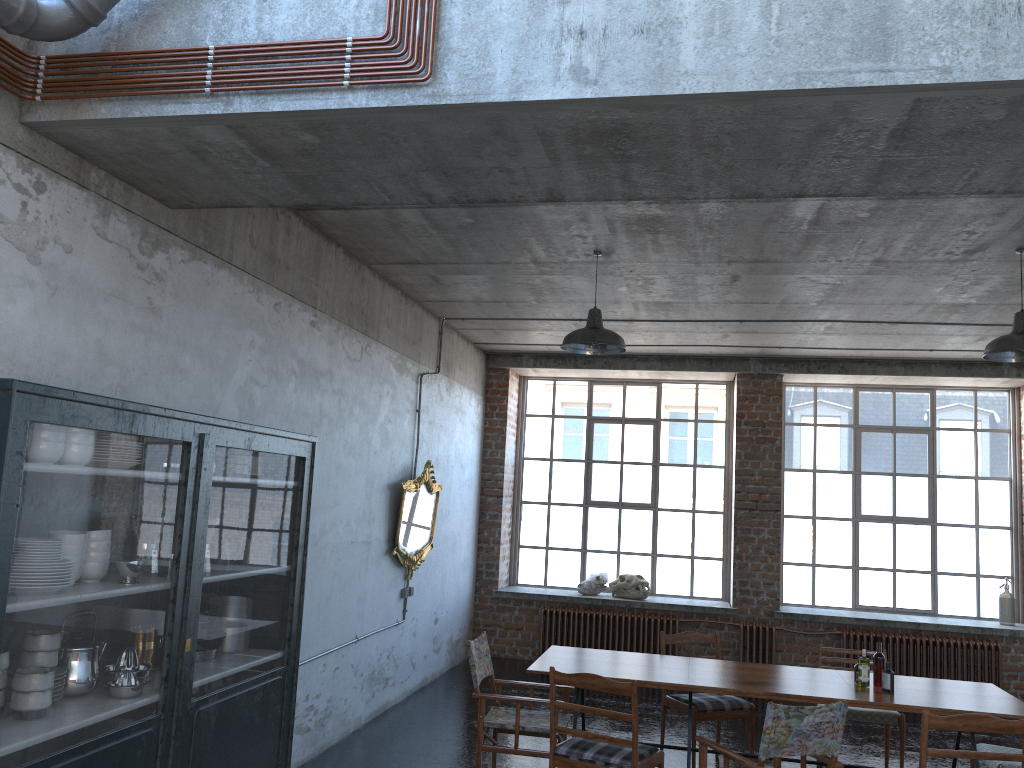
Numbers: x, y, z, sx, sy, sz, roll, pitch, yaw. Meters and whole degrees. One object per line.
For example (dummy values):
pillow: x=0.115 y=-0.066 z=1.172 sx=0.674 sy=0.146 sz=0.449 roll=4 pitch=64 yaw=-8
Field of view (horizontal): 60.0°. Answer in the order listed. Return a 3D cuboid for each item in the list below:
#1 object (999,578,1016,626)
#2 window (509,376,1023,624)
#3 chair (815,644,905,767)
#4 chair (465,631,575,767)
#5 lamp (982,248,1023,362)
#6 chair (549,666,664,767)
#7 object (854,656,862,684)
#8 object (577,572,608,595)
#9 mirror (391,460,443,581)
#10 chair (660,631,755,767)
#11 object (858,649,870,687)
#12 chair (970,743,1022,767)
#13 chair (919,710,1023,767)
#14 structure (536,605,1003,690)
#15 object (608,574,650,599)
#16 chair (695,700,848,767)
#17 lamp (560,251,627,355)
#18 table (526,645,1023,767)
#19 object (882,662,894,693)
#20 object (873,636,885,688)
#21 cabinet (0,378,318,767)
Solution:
object: x=5.839 y=2.564 z=10.462 sx=0.172 sy=0.551 sz=0.172 roll=8 pitch=-9 yaw=-34
window: x=7.294 y=3.170 z=10.792 sx=19.864 sy=12.900 sz=0.747 roll=1 pitch=-8 yaw=12
chair: x=2.698 y=2.590 z=6.933 sx=0.589 sy=0.971 sz=0.577 roll=1 pitch=-8 yaw=12
chair: x=0.046 y=2.331 z=6.254 sx=0.713 sy=1.031 sz=0.574 roll=1 pitch=-8 yaw=12
lamp: x=3.520 y=-0.628 z=6.123 sx=0.502 sy=0.891 sz=0.502 roll=1 pitch=-8 yaw=16
chair: x=0.576 y=2.266 z=5.428 sx=0.573 sy=1.028 sz=0.509 roll=-1 pitch=-9 yaw=31
object: x=2.336 y=1.920 z=5.951 sx=0.077 sy=0.173 sz=0.077 roll=3 pitch=-7 yaw=-2
object: x=1.044 y=2.573 z=11.418 sx=0.281 sy=0.281 sz=0.575 roll=-3 pitch=-9 yaw=38
mirror: x=-0.907 y=1.341 z=8.748 sx=0.172 sy=1.182 sz=1.339 roll=1 pitch=-8 yaw=12
chair: x=1.537 y=2.523 z=7.018 sx=0.573 sy=1.028 sz=0.509 roll=6 pitch=-8 yaw=-23
object: x=2.320 y=1.869 z=5.843 sx=0.070 sy=0.235 sz=0.041 roll=2 pitch=-8 yaw=11
chair: x=3.273 y=2.444 z=5.577 sx=0.577 sy=0.971 sz=0.589 roll=1 pitch=-8 yaw=12
chair: x=2.461 y=2.298 z=4.911 sx=0.573 sy=1.028 sz=0.509 roll=3 pitch=-7 yaw=2
structure: x=2.925 y=3.182 z=10.499 sx=5.349 sy=0.713 sz=0.232 roll=1 pitch=-8 yaw=12
object: x=1.470 y=2.564 z=11.265 sx=0.418 sy=0.305 sz=0.625 roll=5 pitch=-8 yaw=-14
chair: x=1.453 y=2.242 z=4.991 sx=0.574 sy=1.031 sz=0.713 roll=5 pitch=-8 yaw=-18
lamp: x=0.637 y=-0.700 z=6.733 sx=0.502 sy=0.891 sz=0.502 roll=1 pitch=-8 yaw=16
table: x=1.698 y=2.433 z=5.935 sx=3.112 sy=0.917 sz=1.067 roll=1 pitch=-8 yaw=12
object: x=2.428 y=1.890 z=5.727 sx=0.051 sy=0.180 sz=0.097 roll=5 pitch=-8 yaw=-16
object: x=2.429 y=1.835 z=5.866 sx=0.075 sy=0.324 sz=0.075 roll=-3 pitch=-9 yaw=37
cabinet: x=-1.703 y=1.274 z=3.914 sx=0.572 sy=2.297 sz=2.386 roll=1 pitch=-8 yaw=12
